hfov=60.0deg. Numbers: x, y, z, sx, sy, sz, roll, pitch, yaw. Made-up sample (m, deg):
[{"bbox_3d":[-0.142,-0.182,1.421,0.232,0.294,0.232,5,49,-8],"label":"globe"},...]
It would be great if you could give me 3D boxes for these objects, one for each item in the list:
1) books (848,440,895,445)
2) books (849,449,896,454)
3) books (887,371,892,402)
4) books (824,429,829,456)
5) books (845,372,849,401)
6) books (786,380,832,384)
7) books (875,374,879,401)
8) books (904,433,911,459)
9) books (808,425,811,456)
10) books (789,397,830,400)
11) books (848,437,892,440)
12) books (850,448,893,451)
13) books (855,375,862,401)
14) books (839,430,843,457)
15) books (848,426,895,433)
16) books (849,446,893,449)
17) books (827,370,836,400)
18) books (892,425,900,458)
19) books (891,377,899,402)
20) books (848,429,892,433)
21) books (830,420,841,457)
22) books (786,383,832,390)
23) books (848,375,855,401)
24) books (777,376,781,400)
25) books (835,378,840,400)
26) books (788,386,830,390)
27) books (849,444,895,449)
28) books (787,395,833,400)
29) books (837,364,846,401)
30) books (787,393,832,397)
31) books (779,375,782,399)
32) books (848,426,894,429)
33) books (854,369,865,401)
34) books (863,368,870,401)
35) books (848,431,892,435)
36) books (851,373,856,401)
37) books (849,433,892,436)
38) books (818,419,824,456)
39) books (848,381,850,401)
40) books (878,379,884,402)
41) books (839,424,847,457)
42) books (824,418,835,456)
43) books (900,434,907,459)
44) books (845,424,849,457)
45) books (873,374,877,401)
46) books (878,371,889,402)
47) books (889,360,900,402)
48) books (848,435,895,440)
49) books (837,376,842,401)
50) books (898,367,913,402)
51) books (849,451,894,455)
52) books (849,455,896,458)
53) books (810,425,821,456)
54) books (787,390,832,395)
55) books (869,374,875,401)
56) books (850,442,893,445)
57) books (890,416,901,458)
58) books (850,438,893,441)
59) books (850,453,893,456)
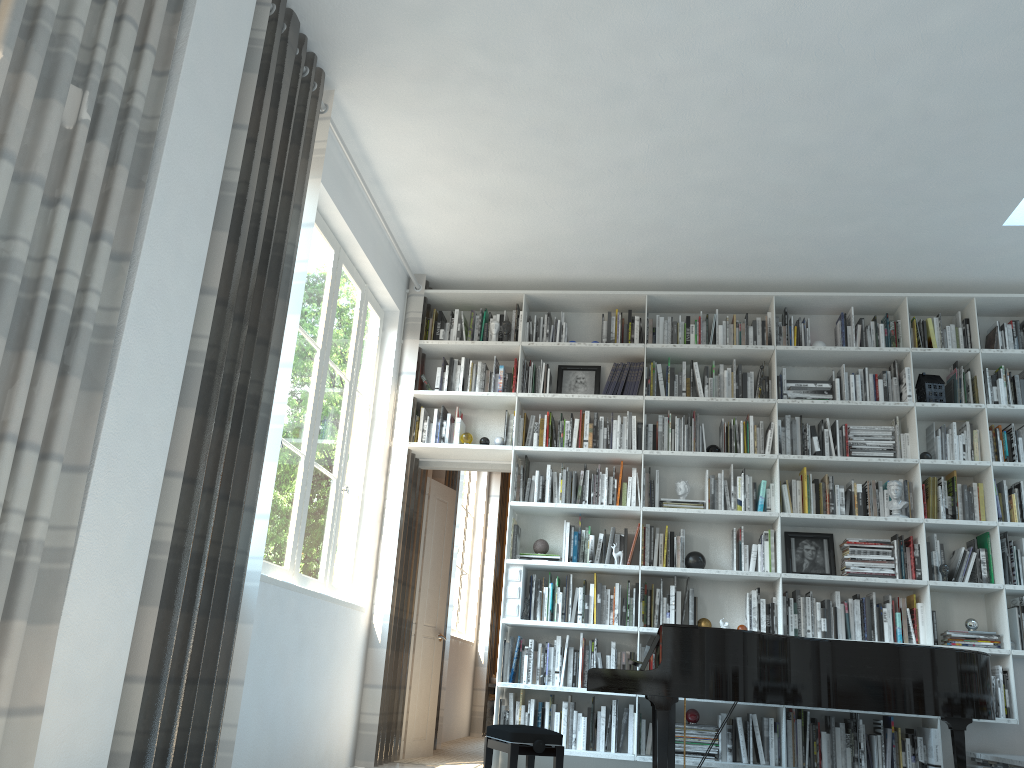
[{"bbox_3d":[2.302,0.394,5.721,0.285,0.012,0.160,0,-19,11],"label":"books"},{"bbox_3d":[2.298,0.451,5.702,0.285,0.012,0.160,2,-19,5],"label":"books"},{"bbox_3d":[2.457,0.060,5.814,0.029,0.260,0.133,1,-18,8],"label":"books"},{"bbox_3d":[2.027,0.416,5.748,0.024,0.216,0.148,1,-19,8],"label":"books"},{"bbox_3d":[2.186,0.062,5.842,0.021,0.236,0.172,1,-19,8],"label":"books"},{"bbox_3d":[1.963,0.013,5.904,0.285,0.024,0.160,1,-19,8],"label":"books"},{"bbox_3d":[2.375,0.069,5.811,0.012,0.229,0.159,1,-19,8],"label":"books"},{"bbox_3d":[2.517,0.436,5.684,0.030,0.204,0.159,1,-19,8],"label":"books"},{"bbox_3d":[1.923,0.403,5.767,0.011,0.238,0.148,1,-19,8],"label":"books"},{"bbox_3d":[1.953,0.120,5.862,0.254,0.012,0.161,2,-19,5],"label":"books"},{"bbox_3d":[2.304,0.371,5.730,0.254,0.012,0.161,1,-19,10],"label":"books"},{"bbox_3d":[2.299,0.440,5.708,0.254,0.012,0.161,1,-19,10],"label":"books"},{"bbox_3d":[2.259,0.073,5.829,0.028,0.218,0.184,1,-19,8],"label":"books"},{"bbox_3d":[2.112,0.420,5.739,0.024,0.215,0.133,1,-19,8],"label":"books"},{"bbox_3d":[2.307,0.310,5.743,0.285,0.012,0.160,3,-19,4],"label":"books"},{"bbox_3d":[2.300,0.428,5.712,0.254,0.012,0.161,2,-19,6],"label":"books"},{"bbox_3d":[2.111,0.053,5.856,0.012,0.253,0.161,1,-19,8],"label":"books"},{"bbox_3d":[2.454,0.405,5.683,0.012,0.253,0.161,1,-19,8],"label":"books"},{"bbox_3d":[2.482,0.083,5.788,0.029,0.202,0.192,1,-19,8],"label":"books"},{"bbox_3d":[2.308,0.325,5.750,0.254,0.012,0.161,1,-19,8],"label":"books"},{"bbox_3d":[2.090,0.389,5.736,0.021,0.268,0.192,1,-19,8],"label":"books"},{"bbox_3d":[1.961,0.035,5.892,0.285,0.024,0.160,1,-19,10],"label":"books"},{"bbox_3d":[2.220,0.072,5.832,0.027,0.215,0.191,1,-19,8],"label":"books"},{"bbox_3d":[1.759,0.067,5.892,0.027,0.200,0.168,1,-19,8],"label":"books"},{"bbox_3d":[2.127,0.083,5.839,0.025,0.187,0.194,1,-19,8],"label":"books"},{"bbox_3d":[1.958,0.056,5.880,0.254,0.025,0.161,3,-19,5],"label":"books"},{"bbox_3d":[2.301,0.418,5.718,0.285,0.012,0.160,1,-19,9],"label":"books"},{"bbox_3d":[1.953,0.108,5.866,0.285,0.012,0.160,2,-19,5],"label":"books"},{"bbox_3d":[2.170,0.035,5.837,0.011,0.283,0.191,1,-19,8],"label":"books"},{"bbox_3d":[1.954,0.098,5.872,0.285,0.012,0.160,2,-19,6],"label":"books"},{"bbox_3d":[1.781,0.064,5.904,0.013,0.217,0.141,1,-19,8],"label":"books"},{"bbox_3d":[2.309,0.301,5.754,0.285,0.012,0.160,1,-19,10],"label":"books"},{"bbox_3d":[2.292,0.054,5.852,0.029,0.272,0.141,1,-18,8],"label":"books"},{"bbox_3d":[2.315,0.050,5.828,0.023,0.268,0.185,1,-19,8],"label":"books"},{"bbox_3d":[2.306,0.336,5.742,0.254,0.012,0.161,1,-19,10],"label":"books"},{"bbox_3d":[2.241,0.063,5.845,0.012,0.243,0.132,1,-18,8],"label":"books"},{"bbox_3d":[2.305,0.346,5.732,0.254,0.012,0.161,0,-19,13],"label":"books"},{"bbox_3d":[2.008,0.386,5.768,0.022,0.284,0.131,1,-18,8],"label":"books"},{"bbox_3d":[2.203,0.082,5.846,0.011,0.203,0.134,1,-19,8],"label":"books"},{"bbox_3d":[2.393,0.088,5.797,0.029,0.187,0.176,1,-19,8],"label":"books"},{"bbox_3d":[2.131,0.404,5.733,0.015,0.244,0.183,1,-19,8],"label":"books"},{"bbox_3d":[2.057,0.383,5.758,0.049,0.290,0.163,1,-18,8],"label":"books"},{"bbox_3d":[2.487,0.437,5.682,0.029,0.198,0.172,1,-19,8],"label":"books"},{"bbox_3d":[2.144,0.399,5.720,0.013,0.246,0.177,1,-19,8],"label":"books"},{"bbox_3d":[2.364,0.071,5.818,0.010,0.229,0.153,1,-19,8],"label":"books"},{"bbox_3d":[2.424,0.060,5.802,0.032,0.247,0.174,1,-19,8],"label":"books"},{"bbox_3d":[2.508,0.025,5.813,0.012,0.333,0.156,1,-18,8],"label":"books"},{"bbox_3d":[2.305,0.361,5.737,0.285,0.012,0.160,2,-19,7],"label":"books"},{"bbox_3d":[2.156,0.076,5.869,0.024,0.222,0.129,1,-18,8],"label":"books"},{"bbox_3d":[2.530,0.050,5.733,0.037,0.236,0.273,1,-19,8],"label":"books"},{"bbox_3d":[2.298,0.464,5.702,0.254,0.012,0.161,2,-19,7],"label":"books"},{"bbox_3d":[2.296,0.487,5.695,0.285,0.012,0.160,1,-19,9],"label":"books"},{"bbox_3d":[1.960,0.403,5.755,0.066,0.236,0.154,1,-19,8],"label":"books"},{"bbox_3d":[1.956,0.079,5.870,0.285,0.024,0.160,0,-19,13],"label":"books"},{"bbox_3d":[2.335,0.070,5.810,0.023,0.222,0.191,1,-19,8],"label":"books"},{"bbox_3d":[2.302,0.407,5.721,0.254,0.012,0.161,1,-19,9],"label":"books"},{"bbox_3d":[2.471,0.380,5.706,0.012,0.317,0.140,1,-18,8],"label":"books"},{"bbox_3d":[2.303,0.382,5.725,0.254,0.012,0.161,2,-19,5],"label":"books"},{"bbox_3d":[2.297,0.476,5.701,0.254,0.012,0.161,1,-19,8],"label":"books"}]
